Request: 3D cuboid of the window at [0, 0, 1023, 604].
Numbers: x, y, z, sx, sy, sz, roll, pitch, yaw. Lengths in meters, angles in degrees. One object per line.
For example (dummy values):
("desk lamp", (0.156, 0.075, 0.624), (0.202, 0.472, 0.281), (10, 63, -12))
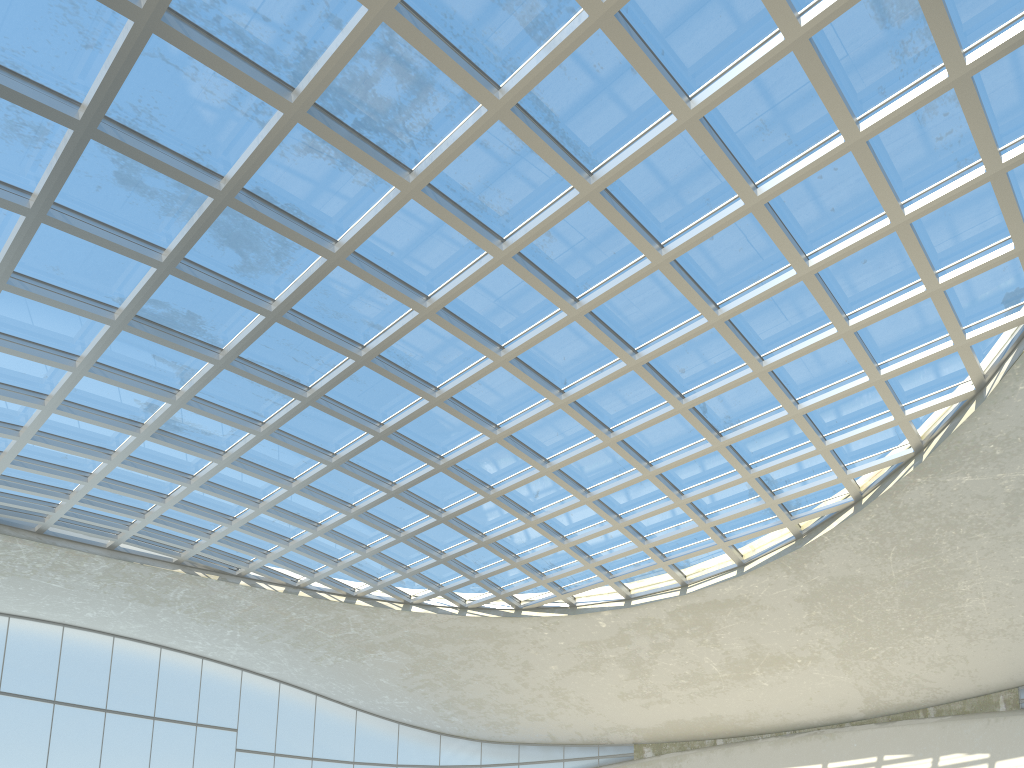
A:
("window", (-10.829, 1.314, 44.191), (83.224, 9.850, 84.889), (-26, -42, 35))
